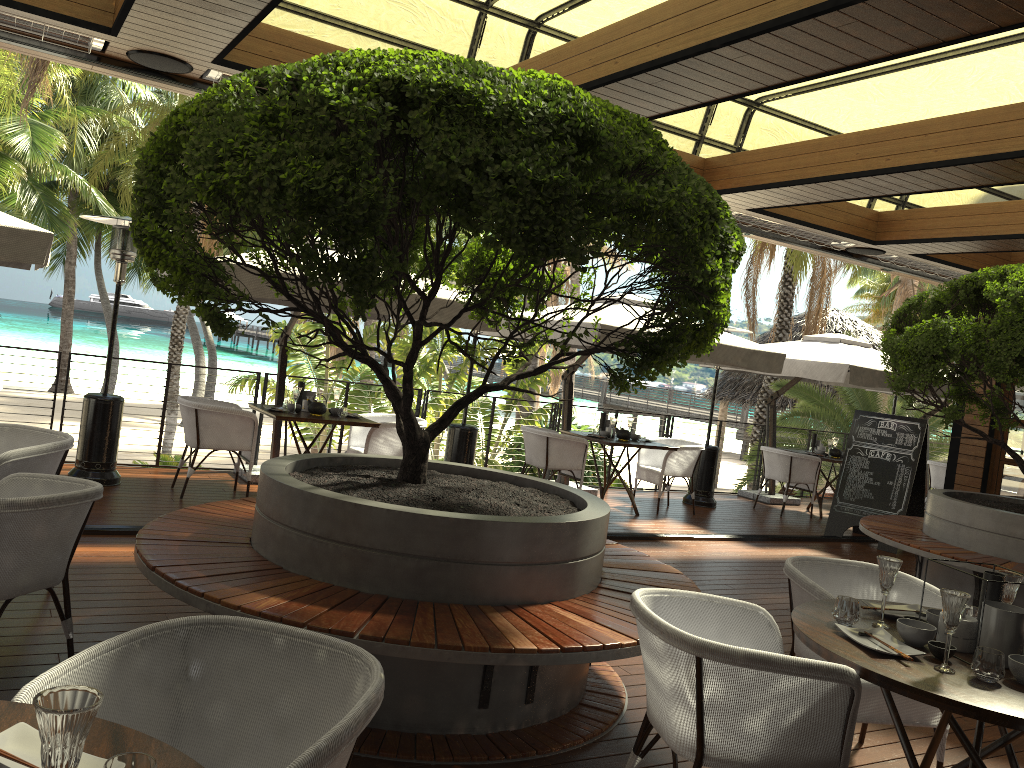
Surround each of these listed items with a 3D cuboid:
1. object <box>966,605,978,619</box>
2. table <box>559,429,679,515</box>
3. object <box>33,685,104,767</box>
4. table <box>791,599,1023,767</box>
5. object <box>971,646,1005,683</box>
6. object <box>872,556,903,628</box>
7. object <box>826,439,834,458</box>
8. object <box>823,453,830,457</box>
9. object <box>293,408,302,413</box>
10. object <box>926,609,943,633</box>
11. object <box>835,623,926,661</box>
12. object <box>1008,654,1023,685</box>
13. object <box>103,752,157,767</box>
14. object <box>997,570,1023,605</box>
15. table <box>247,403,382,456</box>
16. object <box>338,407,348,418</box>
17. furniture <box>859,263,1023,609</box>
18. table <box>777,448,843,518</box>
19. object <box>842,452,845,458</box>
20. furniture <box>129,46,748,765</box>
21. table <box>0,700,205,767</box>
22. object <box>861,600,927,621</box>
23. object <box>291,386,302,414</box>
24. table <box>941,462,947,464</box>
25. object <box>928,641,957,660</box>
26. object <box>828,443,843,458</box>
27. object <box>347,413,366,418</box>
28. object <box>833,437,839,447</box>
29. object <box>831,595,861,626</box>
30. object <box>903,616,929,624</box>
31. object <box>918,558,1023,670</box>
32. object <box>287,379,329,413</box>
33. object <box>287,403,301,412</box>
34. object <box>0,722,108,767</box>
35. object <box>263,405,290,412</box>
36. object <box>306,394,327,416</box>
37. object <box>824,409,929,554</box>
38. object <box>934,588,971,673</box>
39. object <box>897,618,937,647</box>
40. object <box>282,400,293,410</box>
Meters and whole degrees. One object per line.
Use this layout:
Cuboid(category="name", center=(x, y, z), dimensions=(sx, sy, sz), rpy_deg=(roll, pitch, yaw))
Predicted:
Cuboid(category="object", center=(1.573, 0.811, 3.058), dimensions=(0.086, 0.086, 0.086), rpy_deg=(8, 2, 32))
Cuboid(category="table", center=(1.092, 0.955, 9.520), dimensions=(0.930, 0.749, 0.933), rpy_deg=(7, 2, -31))
Cuboid(category="object", center=(-0.582, 0.513, 1.136), dimensions=(0.082, 0.227, 0.082), rpy_deg=(8, 1, 7))
Cuboid(category="table", center=(1.435, 1.223, 2.794), dimensions=(1.167, 0.749, 1.165), rpy_deg=(9, 2, 39))
Cuboid(category="object", center=(1.354, 0.800, 2.521), dimensions=(0.086, 0.086, 0.086), rpy_deg=(8, 2, 32))
Cuboid(category="object", center=(1.252, 0.698, 2.973), dimensions=(0.082, 0.227, 0.082), rpy_deg=(7, 1, -13))
Cuboid(category="object", center=(3.924, 0.792, 10.954), dimensions=(0.082, 0.227, 0.082), rpy_deg=(7, 1, -30))
Cuboid(category="object", center=(3.916, 0.884, 11.036), dimensions=(0.080, 0.042, 0.080), rpy_deg=(6, 2, -39))
Cuboid(category="object", center=(-1.840, 0.229, 7.587), dimensions=(0.080, 0.042, 0.080), rpy_deg=(8, 2, 20))
Cuboid(category="object", center=(1.459, 0.809, 2.997), dimensions=(0.116, 0.065, 0.116), rpy_deg=(8, 2, 13))
Cuboid(category="object", center=(1.133, 0.796, 2.707), dimensions=(0.170, 0.025, 0.295), rpy_deg=(7, 2, -8))
Cuboid(category="object", center=(1.484, 0.828, 2.541), dimensions=(0.116, 0.065, 0.116), rpy_deg=(8, 2, 13))
Cuboid(category="object", center=(-0.552, 0.586, 1.272), dimensions=(0.086, 0.086, 0.086), rpy_deg=(7, 1, -22))
Cuboid(category="object", center=(1.673, 0.753, 3.005), dimensions=(0.082, 0.227, 0.082), rpy_deg=(7, 1, -19))
Cuboid(category="table", center=(-1.796, 0.627, 7.789), dimensions=(0.930, 0.749, 0.933), rpy_deg=(7, 2, -31))
Cuboid(category="object", center=(-1.479, 0.249, 7.755), dimensions=(0.086, 0.086, 0.086), rpy_deg=(7, 1, -26))
Cuboid(category="furniture", center=(4.104, 0.479, 6.698), dimensions=(2.572, 2.722, 2.717), rpy_deg=(8, 1, 24))
Cuboid(category="table", center=(3.980, 1.284, 11.251), dimensions=(0.930, 0.749, 0.933), rpy_deg=(7, 2, -31))
Cuboid(category="object", center=(4.205, 0.903, 11.291), dimensions=(0.116, 0.065, 0.116), rpy_deg=(7, 2, -27))
Cuboid(category="furniture", center=(-0.351, -0.031, 4.109), dimensions=(2.691, 2.722, 2.620), rpy_deg=(6, 2, -40))
Cuboid(category="table", center=(-0.934, 0.965, 1.022), dimensions=(1.165, 0.749, 1.167), rpy_deg=(7, 2, -28))
Cuboid(category="object", center=(1.378, 0.813, 3.164), dimensions=(0.294, 0.025, 0.170), rpy_deg=(7, 2, -13))
Cuboid(category="object", center=(-1.831, 0.136, 7.504), dimensions=(0.082, 0.227, 0.082), rpy_deg=(7, 1, -30))
Cuboid(category="table", center=(6.868, 1.613, 12.982), dimensions=(0.930, 0.749, 0.933), rpy_deg=(7, 2, -31))
Cuboid(category="object", center=(1.297, 0.810, 2.679), dimensions=(0.080, 0.042, 0.080), rpy_deg=(8, 2, 20))
Cuboid(category="object", center=(4.072, 0.832, 11.132), dimensions=(0.163, 0.179, 0.168), rpy_deg=(7, 2, -33))
Cuboid(category="object", center=(-1.443, 0.278, 7.963), dimensions=(0.170, 0.025, 0.295), rpy_deg=(7, 2, -31))
Cuboid(category="object", center=(4.170, 0.808, 11.453), dimensions=(0.082, 0.227, 0.082), rpy_deg=(7, 1, -30))
Cuboid(category="object", center=(1.108, 0.753, 2.938), dimensions=(0.087, 0.086, 0.086), rpy_deg=(9, 2, 37))
Cuboid(category="object", center=(1.345, 0.807, 2.958), dimensions=(0.080, 0.042, 0.080), rpy_deg=(7, 2, -15))
Cuboid(category="object", center=(1.489, 0.720, 2.789), dimensions=(0.263, 0.264, 0.264), rpy_deg=(7, 1, -13))
Cuboid(category="object", center=(-1.830, 0.107, 7.938), dimensions=(0.263, 0.264, 0.263), rpy_deg=(8, 1, 14))
Cuboid(category="object", center=(-1.889, 0.208, 7.670), dimensions=(0.116, 0.065, 0.116), rpy_deg=(7, 2, -32))
Cuboid(category="object", center=(-0.767, 0.586, 1.367), dimensions=(0.295, 0.025, 0.170), rpy_deg=(8, 2, 23))
Cuboid(category="object", center=(-2.001, 0.217, 7.549), dimensions=(0.170, 0.025, 0.295), rpy_deg=(7, 2, -31))
Cuboid(category="object", center=(-1.685, 0.177, 7.679), dimensions=(0.167, 0.179, 0.163), rpy_deg=(7, 1, -29))
Cuboid(category="object", center=(3.976, 1.016, 9.526), dimensions=(0.769, 1.396, 0.770), rpy_deg=(9, 1, 44))
Cuboid(category="object", center=(1.264, 0.713, 2.559), dimensions=(0.082, 0.227, 0.082), rpy_deg=(7, 1, -19))
Cuboid(category="object", center=(1.275, 0.791, 2.803), dimensions=(0.116, 0.065, 0.116), rpy_deg=(7, 2, -10))
Cuboid(category="object", center=(-1.961, 0.185, 7.754), dimensions=(0.086, 0.086, 0.086), rpy_deg=(7, 1, -26))
